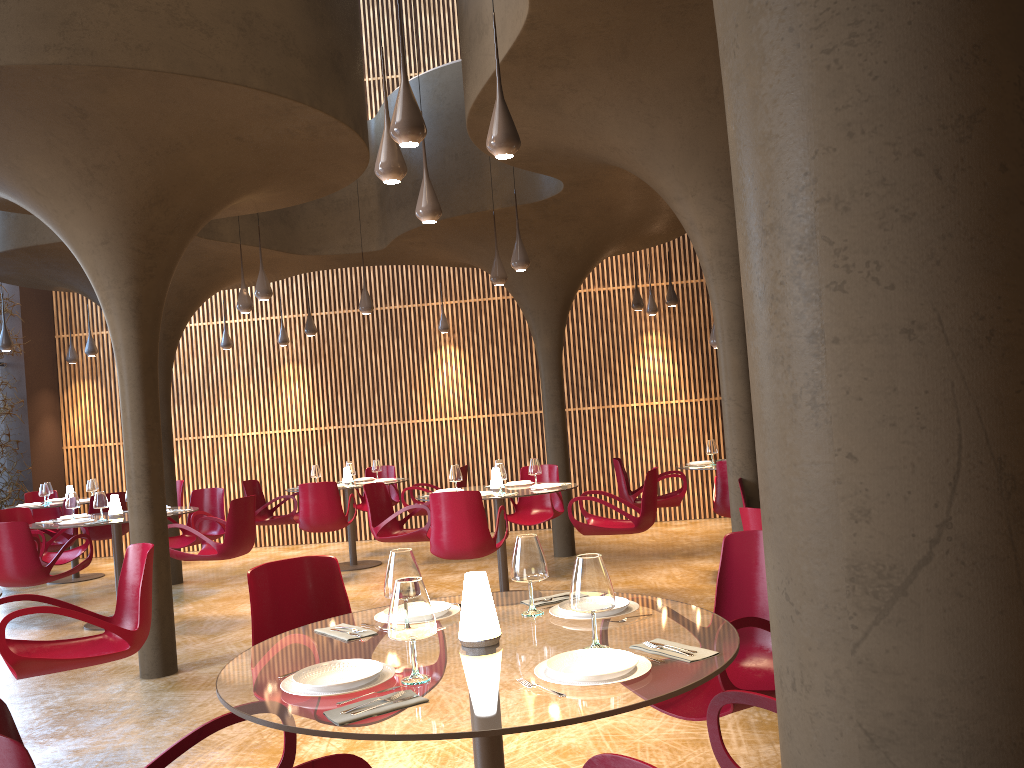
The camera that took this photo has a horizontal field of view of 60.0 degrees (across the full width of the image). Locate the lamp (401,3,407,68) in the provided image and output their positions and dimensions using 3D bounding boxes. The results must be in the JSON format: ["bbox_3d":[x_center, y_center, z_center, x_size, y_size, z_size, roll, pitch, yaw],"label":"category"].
[{"bbox_3d":[-1.639,-5.656,13.114,0.196,2.960,0.196,-4,-1,-10],"label":"lamp"}]

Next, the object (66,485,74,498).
[{"bbox_3d":[-6.415,1.591,12.872,0.144,0.232,0.142,-4,-1,-20],"label":"object"}]

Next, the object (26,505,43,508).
[{"bbox_3d":[-6.629,1.697,12.256,0.261,0.017,0.126,-2,-3,-40],"label":"object"}]

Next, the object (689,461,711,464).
[{"bbox_3d":[2.277,0.954,10.723,0.263,0.029,0.263,-5,-2,18],"label":"object"}]

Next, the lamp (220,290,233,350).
[{"bbox_3d":[-4.898,-3.694,14.528,0.196,6.275,0.196,-5,-1,20],"label":"lamp"}]

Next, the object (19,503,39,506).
[{"bbox_3d":[-6.809,1.703,12.499,0.263,0.029,0.263,-4,-2,-8],"label":"object"}]

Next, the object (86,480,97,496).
[{"bbox_3d":[-6.036,1.526,12.723,0.142,0.295,0.142,-4,-1,-36],"label":"object"}]

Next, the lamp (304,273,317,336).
[{"bbox_3d":[-3.271,-3.857,13.427,0.196,6.275,0.196,-5,-1,20],"label":"lamp"}]

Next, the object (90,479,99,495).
[{"bbox_3d":[-6.212,1.556,13.164,0.142,0.295,0.142,-5,-1,22],"label":"object"}]

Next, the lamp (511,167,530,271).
[{"bbox_3d":[-0.144,-4.263,8.893,0.196,6.275,0.195,-5,-1,40],"label":"lamp"}]

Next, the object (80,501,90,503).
[{"bbox_3d":[-6.058,1.656,12.491,0.332,0.014,0.332,-5,-2,23],"label":"object"}]

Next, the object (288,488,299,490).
[{"bbox_3d":[-2.850,1.399,11.866,0.262,0.017,0.126,-5,-2,12],"label":"object"}]

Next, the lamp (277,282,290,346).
[{"bbox_3d":[-3.989,-3.758,14.624,0.196,6.275,0.196,-5,-1,30],"label":"lamp"}]

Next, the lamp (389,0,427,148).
[{"bbox_3d":[-0.770,-4.375,4.658,0.196,6.275,0.196,-4,-1,-10],"label":"lamp"}]

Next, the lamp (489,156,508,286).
[{"bbox_3d":[-0.374,-4.212,9.766,0.196,6.275,0.195,-5,-1,40],"label":"lamp"}]

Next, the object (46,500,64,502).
[{"bbox_3d":[-6.784,1.739,13.243,0.332,0.014,0.332,-4,-2,-3],"label":"object"}]

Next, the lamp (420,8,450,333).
[{"bbox_3d":[-1.335,-3.964,14.463,0.196,6.275,0.196,-5,-1,20],"label":"lamp"}]

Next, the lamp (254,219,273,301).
[{"bbox_3d":[-2.904,-4.030,9.578,0.196,6.275,0.195,-5,-1,40],"label":"lamp"}]

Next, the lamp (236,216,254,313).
[{"bbox_3d":[-3.360,-3.964,10.425,0.196,6.275,0.195,-5,-1,40],"label":"lamp"}]

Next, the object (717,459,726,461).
[{"bbox_3d":[2.663,0.960,11.200,0.126,0.017,0.262,-5,-2,22],"label":"object"}]

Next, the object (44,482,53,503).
[{"bbox_3d":[-6.812,1.595,13.012,0.142,0.295,0.142,-4,-1,6],"label":"object"}]

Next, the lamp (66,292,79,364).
[{"bbox_3d":[-7.623,-3.474,14.940,0.196,6.275,0.196,-5,-1,30],"label":"lamp"}]

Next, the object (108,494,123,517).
[{"bbox_3d":[-4.247,1.300,9.485,0.142,0.232,0.145,-3,-1,-40],"label":"object"}]

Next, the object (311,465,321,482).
[{"bbox_3d":[-2.645,1.243,11.970,0.142,0.295,0.142,-4,-1,-23],"label":"object"}]

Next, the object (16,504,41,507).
[{"bbox_3d":[-6.808,1.713,12.499,0.331,0.014,0.332,-4,-2,-14],"label":"object"}]

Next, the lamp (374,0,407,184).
[{"bbox_3d":[-0.953,-4.336,5.335,0.196,6.275,0.196,-5,-1,30],"label":"lamp"}]

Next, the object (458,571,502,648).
[{"bbox_3d":[-0.114,0.744,2.947,0.142,0.232,0.145,-4,-1,-35],"label":"object"}]

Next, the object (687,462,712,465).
[{"bbox_3d":[2.277,0.964,10.723,0.332,0.014,0.331,-6,-3,34],"label":"object"}]

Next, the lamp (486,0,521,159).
[{"bbox_3d":[-0.277,-4.400,4.992,0.196,6.275,0.196,-4,-1,-10],"label":"lamp"}]

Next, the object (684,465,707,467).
[{"bbox_3d":[2.154,0.970,10.447,0.262,0.017,0.126,-5,-2,21],"label":"object"}]

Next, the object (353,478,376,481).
[{"bbox_3d":[-2.099,1.364,12.626,0.332,0.014,0.332,-4,-2,3],"label":"object"}]

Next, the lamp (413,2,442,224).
[{"bbox_3d":[-0.834,-4.302,6.468,0.196,6.275,0.195,-5,-1,40],"label":"lamp"}]

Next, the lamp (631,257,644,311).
[{"bbox_3d":[1.659,-4.231,13.330,0.196,6.275,0.196,-5,-1,20],"label":"lamp"}]

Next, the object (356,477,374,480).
[{"bbox_3d":[-2.099,1.354,12.626,0.263,0.029,0.263,-5,-2,16],"label":"object"}]

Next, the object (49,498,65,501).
[{"bbox_3d":[-6.785,1.729,13.243,0.263,0.029,0.263,-2,-3,-41],"label":"object"}]

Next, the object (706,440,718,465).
[{"bbox_3d":[2.372,0.812,10.517,0.142,0.295,0.142,-4,-1,-37],"label":"object"}]

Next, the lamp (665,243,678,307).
[{"bbox_3d":[2.128,-4.274,13.110,0.196,6.275,0.196,-5,-1,20],"label":"lamp"}]

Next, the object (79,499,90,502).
[{"bbox_3d":[-6.059,1.646,12.491,0.263,0.029,0.263,-4,-2,-2],"label":"object"}]

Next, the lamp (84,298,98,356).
[{"bbox_3d":[-6.855,-3.567,13.995,0.196,6.275,0.196,-5,-1,30],"label":"lamp"}]

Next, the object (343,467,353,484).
[{"bbox_3d":[-2.252,1.250,12.118,0.142,0.232,0.144,-4,-1,-10],"label":"object"}]

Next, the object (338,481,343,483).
[{"bbox_3d":[-2.396,1.395,12.676,0.126,0.017,0.262,-5,-2,6],"label":"object"}]

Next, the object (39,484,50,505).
[{"bbox_3d":[-6.586,1.558,12.490,0.142,0.295,0.142,-4,-1,4],"label":"object"}]

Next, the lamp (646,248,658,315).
[{"bbox_3d":[1.999,-4.226,14.128,0.196,6.275,0.196,-5,-1,30],"label":"lamp"}]

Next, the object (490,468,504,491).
[{"bbox_3d":[-0.162,0.981,9.155,0.142,0.232,0.144,-4,-1,-20],"label":"object"}]

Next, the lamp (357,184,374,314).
[{"bbox_3d":[-2.087,-4.025,11.339,0.196,6.275,0.196,-5,-1,20],"label":"lamp"}]

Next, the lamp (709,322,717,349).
[{"bbox_3d":[2.018,-3.520,9.685,0.195,6.275,0.196,-4,-1,-40],"label":"lamp"}]

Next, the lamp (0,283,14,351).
[{"bbox_3d":[-7.317,-3.591,12.446,0.196,6.275,0.196,-5,-1,30],"label":"lamp"}]
